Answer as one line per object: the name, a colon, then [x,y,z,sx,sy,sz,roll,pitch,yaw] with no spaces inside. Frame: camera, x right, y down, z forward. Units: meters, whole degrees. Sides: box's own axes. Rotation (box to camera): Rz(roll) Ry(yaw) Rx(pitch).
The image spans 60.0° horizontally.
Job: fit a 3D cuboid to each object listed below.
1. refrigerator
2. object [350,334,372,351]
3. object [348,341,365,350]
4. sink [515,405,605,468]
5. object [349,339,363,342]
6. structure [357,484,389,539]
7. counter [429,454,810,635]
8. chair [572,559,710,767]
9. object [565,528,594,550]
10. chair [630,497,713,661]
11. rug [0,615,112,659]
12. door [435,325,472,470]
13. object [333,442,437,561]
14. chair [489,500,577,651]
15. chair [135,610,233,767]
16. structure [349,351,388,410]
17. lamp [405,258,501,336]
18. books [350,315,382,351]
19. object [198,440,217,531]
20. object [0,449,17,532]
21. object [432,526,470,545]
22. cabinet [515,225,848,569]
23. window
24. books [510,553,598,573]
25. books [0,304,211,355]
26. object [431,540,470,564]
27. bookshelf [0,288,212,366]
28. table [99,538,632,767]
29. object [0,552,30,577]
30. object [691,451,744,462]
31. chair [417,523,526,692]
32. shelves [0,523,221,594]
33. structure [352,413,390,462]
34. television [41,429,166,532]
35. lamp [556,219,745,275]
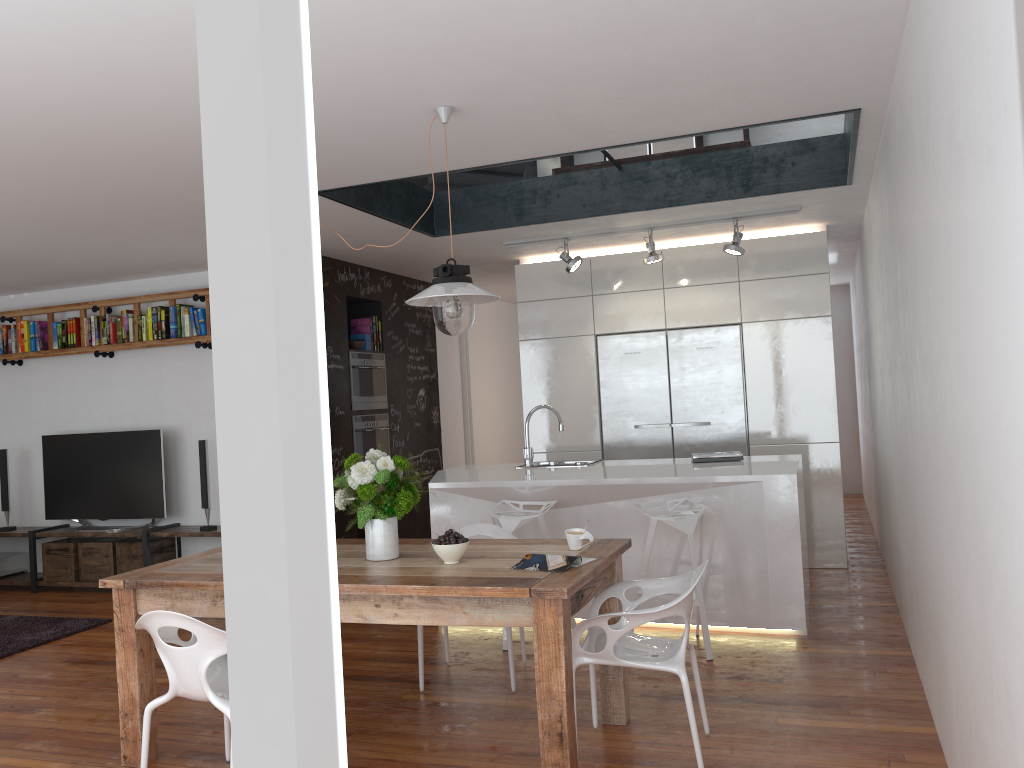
refrigerator: [1.239,0.489,6.803,1.119,1.811,0.142,-4,-1,20]
object: [-1.242,-0.337,7.293,0.136,0.136,0.110,-3,-1,13]
object: [-1.253,-0.306,7.145,0.132,0.069,0.132,-2,-1,-37]
sink: [0.315,0.415,5.849,0.492,0.570,0.459,-4,-1,20]
object: [-1.246,-0.340,7.144,0.077,0.042,0.116,-4,-1,33]
structure: [-1.069,1.106,7.159,0.081,0.763,0.582,-4,-1,20]
counter: [0.603,0.960,5.483,2.289,0.903,0.956,-4,-1,20]
chair: [0.495,1.017,3.307,0.505,0.710,0.577,-3,-1,15]
object: [0.273,0.618,3.517,0.127,0.078,0.082,-4,-1,25]
chair: [0.872,0.997,4.590,0.492,0.765,0.428,-3,-1,-25]
rug: [-4.130,1.655,4.804,1.895,0.019,3.193,-4,-1,20]
door: [-0.620,0.426,8.889,0.120,2.236,0.823,-4,-1,20]
object: [-0.542,0.465,3.609,0.432,0.476,0.371,-3,-1,-29]
chair: [0.047,1.050,4.959,0.492,0.765,0.428,-4,-1,30]
chair: [-1.023,1.099,3.142,0.577,0.710,0.505,-4,-1,25]
structure: [-1.140,-0.026,7.184,0.052,0.462,0.585,-4,-1,20]
lamp: [-0.231,-0.341,3.478,0.372,0.306,0.372,-3,-1,-19]
books: [-1.236,-0.417,7.443,0.230,0.303,0.152,-4,-1,20]
object: [-2.333,0.771,6.772,0.089,0.687,0.089,-4,-1,30]
object: [-4.265,0.893,7.481,0.089,0.687,0.089,-3,-1,5]
object: [-0.236,0.593,3.390,0.159,0.095,0.141,-3,-1,5]
cabinet: [1.373,0.147,7.239,2.404,2.506,0.946,-4,-1,20]
window: [0.457,-1.390,4.980,2.700,0.035,1.546,-4,-1,20]
books: [0.155,0.641,3.245,0.218,0.035,0.267,-4,-1,34]
books: [-2.069,-1.379,7.102,5.671,1.974,0.733,-3,-1,9]
object: [-0.233,0.643,3.389,0.146,0.079,0.146,-4,-1,28]
bookshelf: [-3.372,-0.448,7.311,2.983,0.465,0.161,-4,-1,20]
table: [-0.538,1.071,3.582,1.910,0.735,0.969,-4,-1,20]
object: [-4.403,1.553,7.566,0.350,0.170,0.400,-4,-1,19]
object: [1.260,0.446,5.467,0.298,0.036,0.325,-3,-1,10]
chair: [-0.186,1.076,4.361,0.577,0.710,0.505,-3,-1,10]
shelves: [-3.280,1.409,7.181,3.473,0.506,0.414,-4,-1,20]
structure: [-1.112,0.476,7.174,0.052,0.462,0.585,-4,-1,20]
television: [-3.309,0.785,7.197,1.230,0.786,0.298,-4,-1,20]
lamp: [0.942,-0.946,6.179,1.324,0.254,0.154,-4,-1,20]
